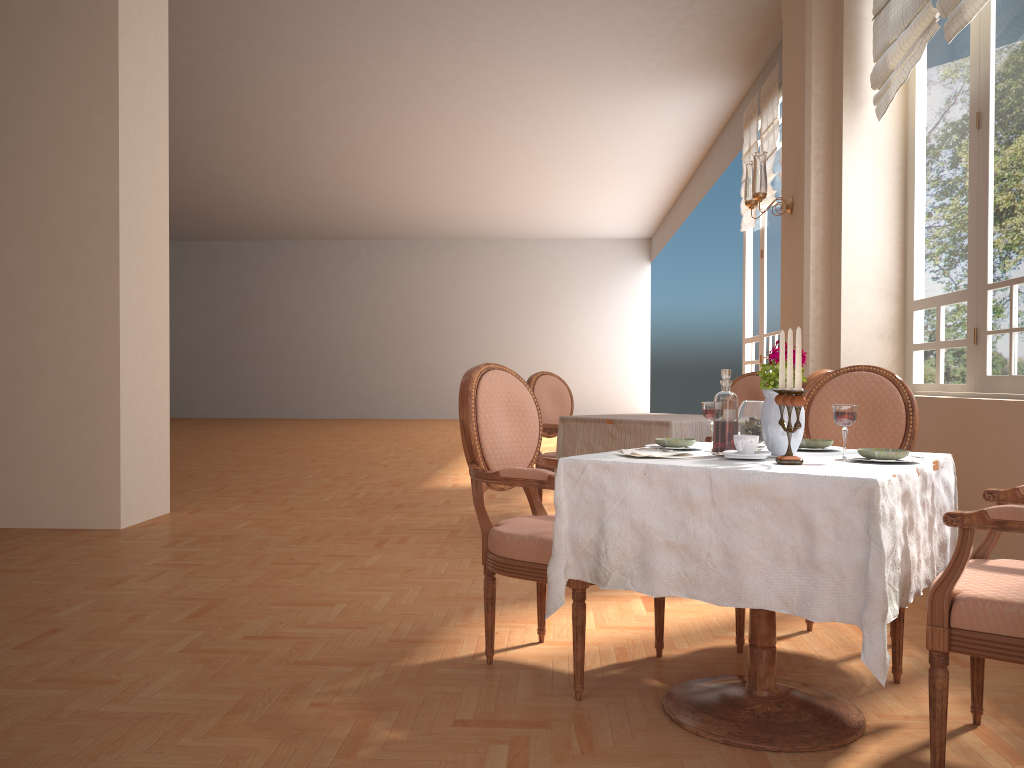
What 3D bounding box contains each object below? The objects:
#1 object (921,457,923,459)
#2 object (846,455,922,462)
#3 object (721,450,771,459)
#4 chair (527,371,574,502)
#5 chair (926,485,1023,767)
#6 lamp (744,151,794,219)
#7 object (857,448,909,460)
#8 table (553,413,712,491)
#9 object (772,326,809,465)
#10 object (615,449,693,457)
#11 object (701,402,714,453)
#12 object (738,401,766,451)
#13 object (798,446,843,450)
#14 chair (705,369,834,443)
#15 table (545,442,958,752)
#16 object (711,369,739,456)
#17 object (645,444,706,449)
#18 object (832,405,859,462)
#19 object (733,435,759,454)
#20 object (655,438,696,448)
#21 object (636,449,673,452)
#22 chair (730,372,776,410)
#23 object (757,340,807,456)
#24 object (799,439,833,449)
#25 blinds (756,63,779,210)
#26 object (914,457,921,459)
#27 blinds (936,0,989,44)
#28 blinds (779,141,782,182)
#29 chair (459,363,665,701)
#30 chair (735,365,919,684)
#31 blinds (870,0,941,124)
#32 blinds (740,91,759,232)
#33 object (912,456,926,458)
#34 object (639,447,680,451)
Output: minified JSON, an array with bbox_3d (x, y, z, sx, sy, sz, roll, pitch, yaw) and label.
[{"bbox_3d":[0.980,0.185,2.252,0.125,0.002,0.016,0,0,40],"label":"object"},{"bbox_3d":[0.905,0.183,2.161,0.171,0.005,0.171,0,0,-37],"label":"object"},{"bbox_3d":[0.584,0.177,2.213,0.119,0.016,0.119,0,0,23],"label":"object"},{"bbox_3d":[0.369,0.387,5.364,0.521,0.931,0.593,-1,1,-42],"label":"chair"},{"bbox_3d":[1.238,0.404,1.923,0.593,0.931,0.521,1,1,36],"label":"chair"},{"bbox_3d":[1.589,-1.219,5.475,0.274,0.362,0.320,0,1,3],"label":"lamp"},{"bbox_3d":[0.904,0.173,2.161,0.117,0.024,0.117,0,0,44],"label":"object"},{"bbox_3d":[0.804,0.517,4.850,0.831,0.677,0.829,0,1,-42],"label":"table"},{"bbox_3d":[0.655,0.026,2.090,0.059,0.326,0.177,0,1,2],"label":"object"},{"bbox_3d":[0.337,0.177,2.264,0.234,0.012,0.095,0,0,41],"label":"object"},{"bbox_3d":[0.543,0.117,2.398,0.062,0.135,0.062,1,1,34],"label":"object"},{"bbox_3d":[0.654,0.115,2.395,0.093,0.138,0.093,1,1,31],"label":"object"},{"bbox_3d":[0.850,0.181,2.518,0.171,0.005,0.171,0,0,33],"label":"object"},{"bbox_3d":[1.291,0.394,4.336,0.521,0.931,0.593,-1,1,-42],"label":"chair"},{"bbox_3d":[0.654,0.525,2.334,0.829,0.680,0.836,1,1,37],"label":"table"},{"bbox_3d":[0.557,0.073,2.308,0.074,0.222,0.074,0,1,-18],"label":"object"},{"bbox_3d":[0.467,0.180,2.539,0.171,0.005,0.171,0,0,40],"label":"object"},{"bbox_3d":[0.806,0.118,2.149,0.062,0.135,0.062,1,1,34],"label":"object"},{"bbox_3d":[0.577,0.153,2.209,0.078,0.049,0.062,0,1,-25],"label":"object"},{"bbox_3d":[0.467,0.170,2.539,0.117,0.024,0.117,0,0,13],"label":"object"},{"bbox_3d":[0.382,0.180,2.423,0.125,0.006,0.027,0,0,36],"label":"object"},{"bbox_3d":[1.314,0.390,5.324,0.593,0.931,0.521,-1,1,-42],"label":"chair"},{"bbox_3d":[0.692,0.033,2.274,0.124,0.302,0.143,0,1,1],"label":"object"},{"bbox_3d":[0.850,0.171,2.518,0.117,0.024,0.117,0,0,-18],"label":"object"},{"bbox_3d":[2.301,-2.181,8.023,0.085,1.236,0.699,0,1,3],"label":"blinds"},{"bbox_3d":[0.965,0.184,2.238,0.127,0.004,0.013,0,0,40],"label":"object"},{"bbox_3d":[1.943,-2.164,3.641,0.085,1.236,0.787,0,1,3],"label":"blinds"},{"bbox_3d":[2.264,-2.145,7.169,0.054,1.301,0.689,0,1,3],"label":"blinds"},{"bbox_3d":[0.133,0.397,2.750,0.593,0.931,0.521,1,1,36],"label":"chair"},{"bbox_3d":[1.067,0.399,2.897,0.521,0.931,0.593,1,1,36],"label":"chair"},{"bbox_3d":[1.983,-2.097,4.468,0.072,1.376,0.843,0,1,3],"label":"blinds"},{"bbox_3d":[2.355,-2.156,8.811,0.038,1.293,0.689,0,1,3],"label":"blinds"},{"bbox_3d":[0.995,0.183,2.273,0.125,0.006,0.027,0,0,39],"label":"object"},{"bbox_3d":[0.411,0.181,2.459,0.127,0.004,0.013,0,0,37],"label":"object"}]
